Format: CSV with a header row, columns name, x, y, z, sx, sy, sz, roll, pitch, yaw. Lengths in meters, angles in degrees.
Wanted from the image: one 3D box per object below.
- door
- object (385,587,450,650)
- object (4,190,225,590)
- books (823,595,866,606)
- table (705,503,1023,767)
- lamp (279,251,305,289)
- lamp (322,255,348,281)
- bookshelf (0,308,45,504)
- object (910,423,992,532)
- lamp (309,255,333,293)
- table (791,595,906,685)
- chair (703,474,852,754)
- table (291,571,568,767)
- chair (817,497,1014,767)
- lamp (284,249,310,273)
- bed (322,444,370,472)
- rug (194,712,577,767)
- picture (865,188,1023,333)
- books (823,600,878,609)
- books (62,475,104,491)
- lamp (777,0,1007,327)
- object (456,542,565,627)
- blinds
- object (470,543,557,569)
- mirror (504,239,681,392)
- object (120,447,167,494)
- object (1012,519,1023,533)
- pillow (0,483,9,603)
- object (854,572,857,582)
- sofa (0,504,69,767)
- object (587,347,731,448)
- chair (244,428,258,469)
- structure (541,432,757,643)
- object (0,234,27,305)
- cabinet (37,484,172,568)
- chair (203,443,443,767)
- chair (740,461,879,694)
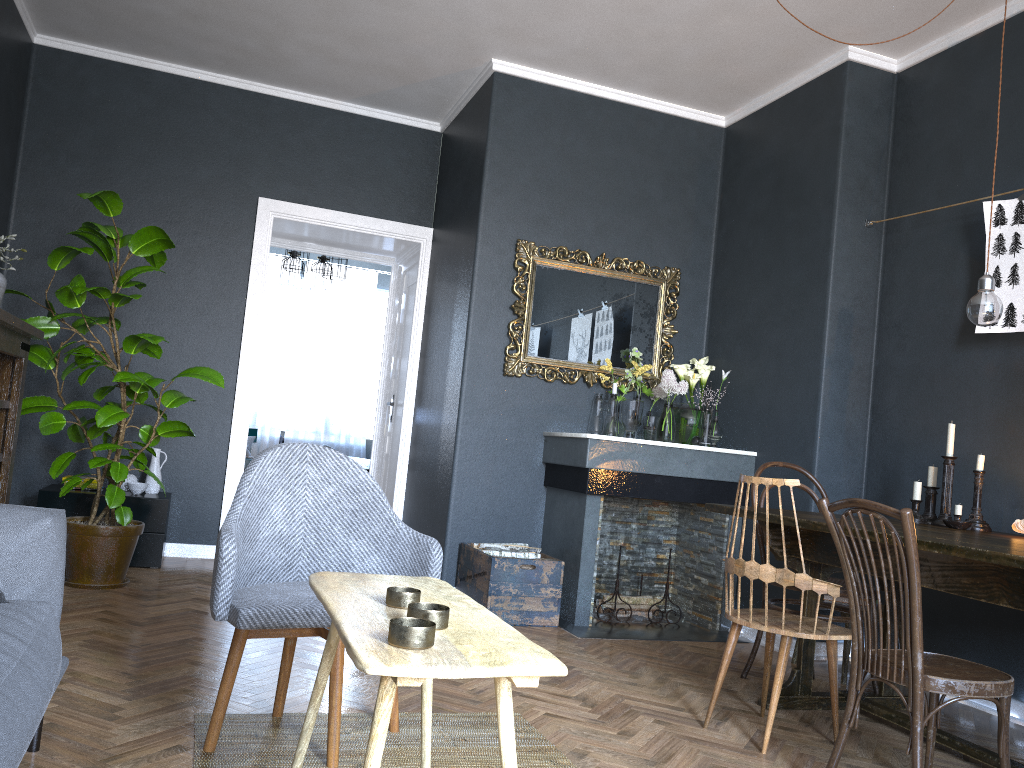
name,x,y,z,sx,sy,sz,roll,pitch,yaw
door,-0.774,0.152,6.401,0.162,2.185,0.857,7,-4,-19
object,-0.159,0.389,1.497,0.103,0.033,0.369,6,-4,-8
object,-2.049,0.027,4.360,1.119,1.897,0.764,7,-4,-25
books,1.536,0.970,4.036,0.207,0.024,0.263,4,-5,24
table,1.502,0.857,2.841,1.127,0.727,1.605,7,-4,-19
lamp,-2.097,-1.334,8.587,0.210,0.803,0.210,6,-3,-5
lamp,-1.577,-1.339,8.050,0.210,0.769,0.210,6,-3,-5
bookshelf,-2.071,0.285,3.006,0.451,1.171,1.919,7,-4,-19
object,1.717,0.353,3.505,0.223,0.419,0.368,7,-4,-18
lamp,-1.905,-1.315,8.981,0.210,0.746,0.210,6,-3,-5
table,1.538,1.154,4.014,0.364,0.317,0.369,7,-4,-19
chair,0.902,0.745,2.966,0.384,0.856,0.456,8,-4,-34
table,-0.207,0.685,1.616,0.339,0.549,0.788,7,-4,-19
chair,1.065,0.728,2.330,0.467,0.819,0.363,7,-4,-19
lamp,-1.967,-1.399,8.222,0.210,0.713,0.210,6,-3,-5
bed,-1.093,0.805,8.679,2.376,1.160,2.266,7,-4,-19
rug,-0.117,0.981,1.784,1.004,0.013,2.012,7,-4,-19
picture,2.471,-0.517,2.302,0.058,0.770,4.459,7,-4,-19
books,1.551,0.991,4.040,0.219,0.013,0.273,4,-5,27
books,-2.424,0.561,5.016,0.215,0.066,0.162,8,-4,-23
lamp,1.075,-1.044,2.928,1.590,1.573,0.583,5,-3,12
object,-0.024,1.031,4.591,0.383,0.326,0.552,7,-4,-19
blinds,-2.491,-0.050,10.190,3.995,2.786,0.312,7,-4,-19
object,-0.012,0.956,4.597,0.370,0.246,0.533,7,-4,-19
mirror,0.483,-0.369,5.104,1.057,0.783,0.067,7,-4,-19
object,-2.159,0.493,5.111,0.228,0.268,0.229,5,-4,15
object,1.873,0.510,3.065,0.252,0.072,0.254,7,-4,-12
pillow,-1.296,0.273,1.682,0.442,0.361,0.798,6,-4,-1
object,1.552,0.872,4.033,0.074,0.173,0.074,4,-4,26
sofa,-1.159,0.422,1.067,0.970,0.797,2.341,7,-4,-19
object,0.851,0.062,5.004,0.727,0.546,0.474,7,-4,-16
chair,-2.978,0.861,9.563,0.436,0.798,0.592,7,-4,-19
structure,0.722,0.801,4.772,1.066,0.980,0.834,7,-4,-19
object,-2.162,-0.480,3.555,0.386,0.412,0.275,9,-5,-41
cabinet,-2.303,0.803,5.019,0.650,0.390,0.456,7,-4,-19
chair,-0.554,0.579,2.484,0.646,0.810,0.494,9,-5,-41
chair,1.234,0.790,3.640,0.438,0.920,0.549,7,-4,-16
